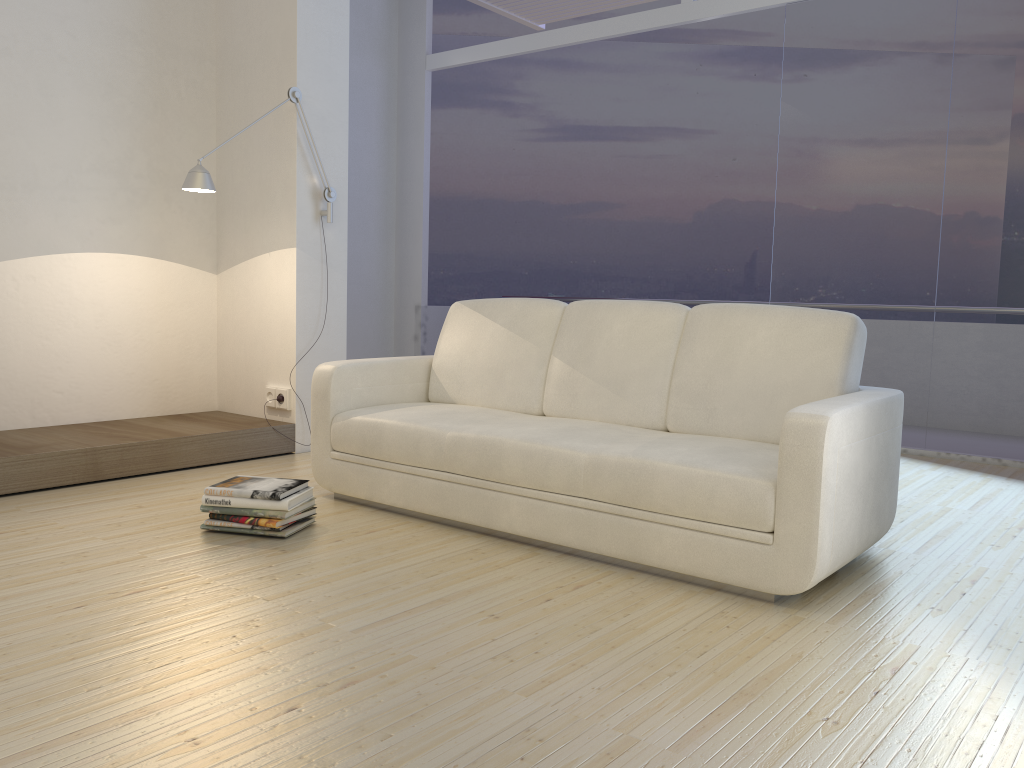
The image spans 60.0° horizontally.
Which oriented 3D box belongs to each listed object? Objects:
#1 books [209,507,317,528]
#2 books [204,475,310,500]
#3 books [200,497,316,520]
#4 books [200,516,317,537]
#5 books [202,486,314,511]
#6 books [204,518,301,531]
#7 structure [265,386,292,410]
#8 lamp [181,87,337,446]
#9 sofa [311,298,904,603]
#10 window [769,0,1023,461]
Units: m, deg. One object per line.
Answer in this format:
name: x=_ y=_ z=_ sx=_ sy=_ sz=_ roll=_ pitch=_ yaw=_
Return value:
books: x=-0.898 y=0.468 z=3.212 sx=0.287 sy=0.025 sz=0.247 roll=4 pitch=6 yaw=22
books: x=-0.919 y=0.375 z=3.212 sx=0.287 sy=0.025 sz=0.247 roll=3 pitch=6 yaw=11
books: x=-0.915 y=0.439 z=3.217 sx=0.328 sy=0.027 sz=0.247 roll=3 pitch=6 yaw=13
books: x=-0.917 y=0.506 z=3.223 sx=0.328 sy=0.018 sz=0.247 roll=3 pitch=6 yaw=13
books: x=-0.914 y=0.407 z=3.214 sx=0.319 sy=0.038 sz=0.247 roll=2 pitch=6 yaw=9
books: x=-0.922 y=0.487 z=3.223 sx=0.287 sy=0.018 sz=0.247 roll=3 pitch=6 yaw=11
structure: x=-1.261 y=0.074 z=4.763 sx=0.206 sy=0.114 sz=0.028 roll=6 pitch=7 yaw=38
lamp: x=-1.267 y=-0.571 z=4.438 sx=0.204 sy=1.841 sz=0.891 roll=5 pitch=7 yaw=34
sofa: x=0.278 y=0.103 z=3.430 sx=2.166 sy=0.862 sz=0.941 roll=6 pitch=7 yaw=38
window: x=2.862 y=-0.923 z=4.790 sx=2.988 sy=2.706 sz=0.012 roll=6 pitch=7 yaw=38
